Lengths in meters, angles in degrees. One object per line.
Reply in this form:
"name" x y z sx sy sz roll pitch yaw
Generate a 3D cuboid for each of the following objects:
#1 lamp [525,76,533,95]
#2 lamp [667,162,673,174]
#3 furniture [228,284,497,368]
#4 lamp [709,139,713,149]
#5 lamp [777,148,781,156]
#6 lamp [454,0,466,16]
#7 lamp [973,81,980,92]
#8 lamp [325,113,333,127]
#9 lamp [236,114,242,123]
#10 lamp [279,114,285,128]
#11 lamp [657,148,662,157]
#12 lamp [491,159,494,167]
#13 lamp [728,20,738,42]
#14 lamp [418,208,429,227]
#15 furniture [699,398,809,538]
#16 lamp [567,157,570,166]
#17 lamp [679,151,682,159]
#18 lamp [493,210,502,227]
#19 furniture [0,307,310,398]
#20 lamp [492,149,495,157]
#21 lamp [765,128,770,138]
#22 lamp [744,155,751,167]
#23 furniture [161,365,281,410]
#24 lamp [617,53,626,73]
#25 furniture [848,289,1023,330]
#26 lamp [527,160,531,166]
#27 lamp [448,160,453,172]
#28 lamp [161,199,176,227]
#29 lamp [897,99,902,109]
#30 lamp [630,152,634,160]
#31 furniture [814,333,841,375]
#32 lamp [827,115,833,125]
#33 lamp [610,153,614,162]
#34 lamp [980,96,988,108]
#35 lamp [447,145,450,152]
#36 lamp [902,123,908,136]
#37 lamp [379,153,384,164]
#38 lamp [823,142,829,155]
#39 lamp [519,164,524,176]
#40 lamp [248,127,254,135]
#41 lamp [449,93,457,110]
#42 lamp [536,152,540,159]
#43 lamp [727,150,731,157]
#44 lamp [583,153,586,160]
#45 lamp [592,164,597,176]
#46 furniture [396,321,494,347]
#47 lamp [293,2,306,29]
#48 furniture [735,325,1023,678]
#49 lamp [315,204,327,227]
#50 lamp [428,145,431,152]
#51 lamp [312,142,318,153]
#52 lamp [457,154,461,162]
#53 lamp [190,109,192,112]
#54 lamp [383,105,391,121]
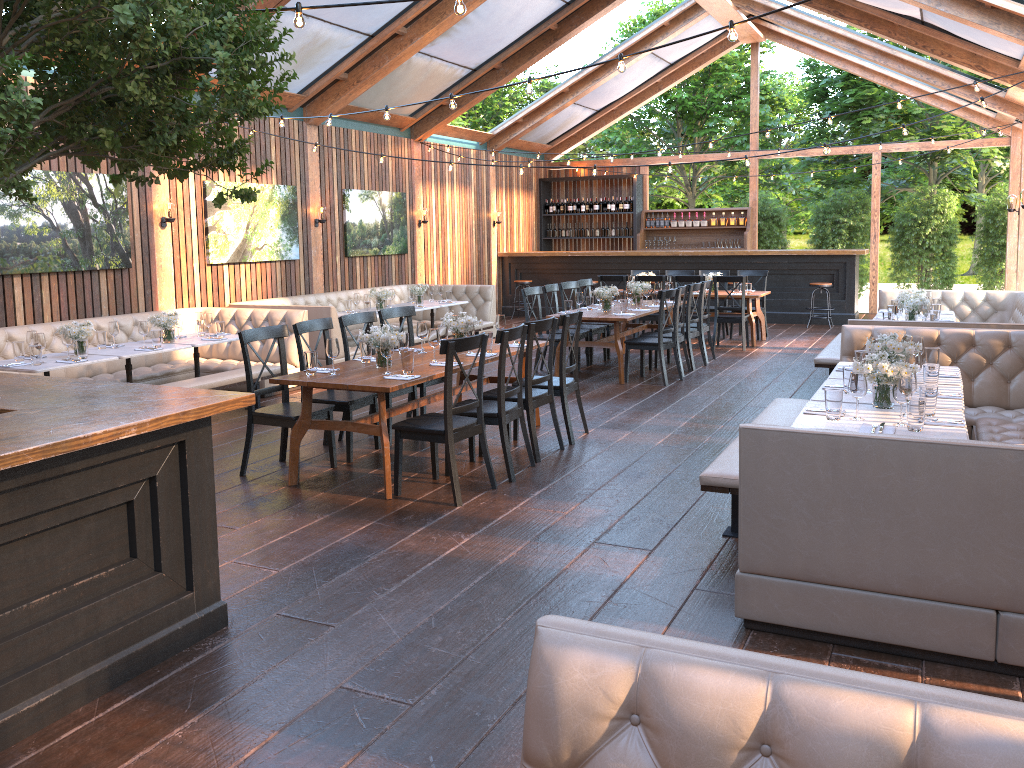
"lamp" 0.115 -2.030 6.017 0.056 0.120 0.056 -4 7 -23
"lamp" 1.604 -2.197 8.979 0.056 0.120 0.057 2 7 25
"furniture" -1.904 -0.834 12.298 1.711 0.852 4.189 3 10 26
"lamp" 2.480 -2.995 11.030 0.056 0.120 0.056 5 9 40
"lamp" 4.186 -3.642 13.878 0.056 0.120 0.056 6 9 45
"lamp" -0.234 -1.716 3.973 0.056 0.119 0.057 1 7 13
"lamp" 4.711 -3.017 8.964 0.056 0.117 0.064 -1 7 0
"lamp" -1.560 -2.255 7.553 0.067 0.116 0.057 -2 7 -11
"lamp" -2.649 -2.592 8.590 0.063 0.118 0.057 1 7 19
"lamp" -2.105 -2.403 8.087 0.056 0.120 0.056 -7 9 -43
"lamp" 1.925 -3.025 11.543 0.057 0.119 0.057 1 7 20
"lamp" -0.297 -3.401 13.622 0.056 0.120 0.056 5 9 41
"lamp" 1.246 -1.993 4.994 0.056 0.120 0.056 4 8 38
"lamp" -1.483 -2.812 14.910 0.178 0.318 0.147 2 7 26
"furniture" 1.624 0.476 5.604 0.313 0.396 2.346 3 10 26
"lamp" 0.802 -3.162 12.578 0.056 0.118 0.060 0 7 6
"lamp" 2.685 -3.652 14.101 0.056 0.119 0.057 3 8 32
"lamp" -0.275 -3.253 17.377 0.178 0.318 0.147 2 7 26
"furniture" -3.883 -0.110 8.256 1.711 0.852 4.189 3 10 26
"lamp" -0.310 -3.816 14.616 0.061 0.118 0.057 5 9 42
"lamp" 3.042 -2.986 10.524 0.056 0.120 0.057 -1 7 2
"lamp" 2.362 -2.237 8.865 0.056 0.119 0.057 -3 7 -14
"furniture" -2.881 0.183 7.793 0.313 0.396 2.346 3 10 26
"lamp" 0.682 -1.997 5.506 0.056 0.120 0.056 4 8 35
"furniture" 4.572 -0.412 9.158 1.711 0.852 4.189 3 10 26
"lamp" 0.255 -3.261 13.105 0.056 0.120 0.057 -5 8 -30
"lamp" -0.652 -2.302 9.339 0.056 0.120 0.057 1 7 13
"lamp" -3.883 -1.935 10.009 0.178 0.318 0.147 2 7 26
"lamp" 4.147 -2.997 9.468 0.056 0.113 0.076 2 8 24
"lamp" 1.929 -3.667 14.234 0.056 0.119 0.057 -3 7 -18
"furniture" 3.601 -0.246 9.642 0.313 0.396 2.346 3 10 26
"lamp" 3.583 -2.984 9.983 0.056 0.114 0.075 -3 7 -18
"lamp" 1.362 -3.083 12.069 0.056 0.120 0.057 -2 7 -6
"lamp" 4.562 -2.723 8.554 0.069 0.116 0.057 3 8 33
"lamp" -1.061 -3.920 14.721 0.056 0.119 0.057 -3 7 -13
"lamp" 3.846 -2.488 8.651 0.059 0.118 0.057 -5 8 -33
"lamp" -1.398 -2.413 9.463 0.056 0.120 0.056 -6 8 -36
"lamp" 3.109 -2.331 8.763 0.056 0.119 0.057 2 7 23
"lamp" 0.097 -2.229 9.204 0.056 0.120 0.056 6 9 45
"lamp" -2.866 -2.758 9.708 0.056 0.118 0.061 -7 9 -41
"lamp" -0.436 -2.087 6.535 0.056 0.120 0.057 -1 7 1
"lamp" 0.428 -3.740 14.480 0.056 0.118 0.059 -4 7 -21
"lamp" 3.435 -3.646 13.992 0.056 0.120 0.056 -6 8 -38
"lamp" 1.178 -3.694 14.357 0.056 0.119 0.057 -3 7 -14
"lamp" 0.849 -2.198 9.102 0.056 0.119 0.056 3 8 31
"furniture" -0.903 -0.540 11.832 0.313 0.396 2.346 3 10 26
"lamp" -0.986 -1.707 4.098 0.056 0.120 0.057 0 7 7
"furniture" 2.588 0.313 5.107 1.711 0.852 4.189 3 10 26
"lamp" -2.686 -2.372 12.452 0.178 0.318 0.147 2 7 26
"lamp" -1.364 -3.893 14.627 0.056 0.117 0.065 -3 7 -14
"lamp" -2.137 -2.565 9.585 0.056 0.115 0.071 -7 9 -41
"lamp" -0.845 -3.607 14.125 0.066 0.117 0.057 -6 8 -35
"lamp" -3.583 -2.991 9.821 0.062 0.118 0.057 0 7 9
"lamp" -0.997 -2.161 7.052 0.056 0.120 0.056 5 9 41
